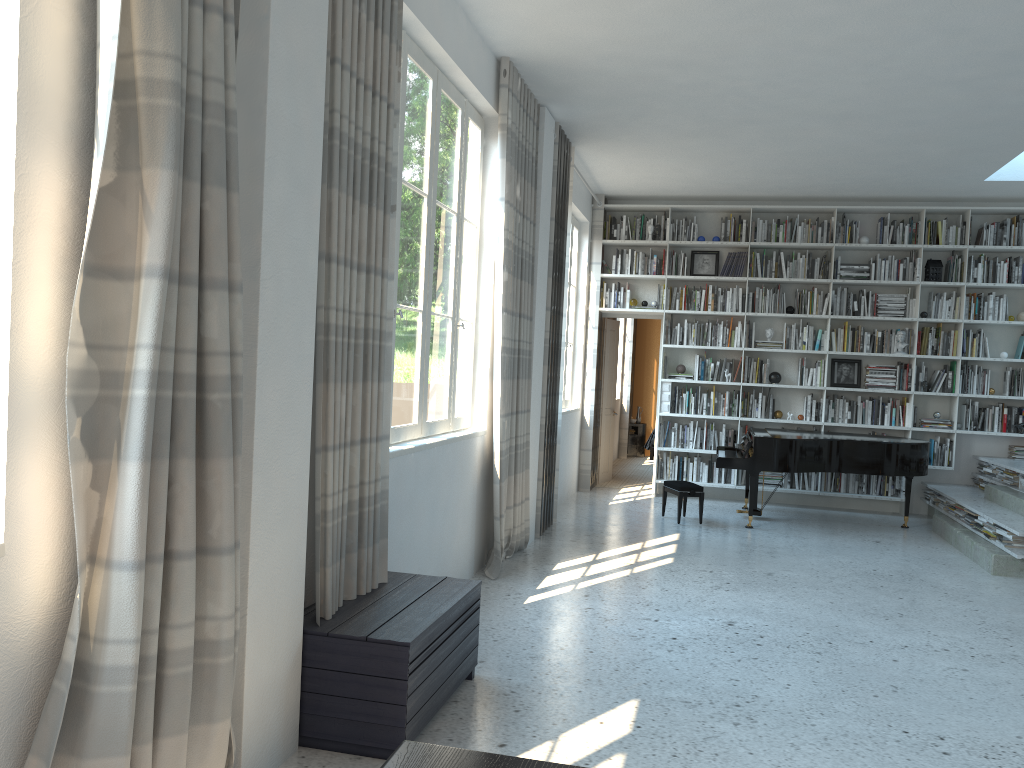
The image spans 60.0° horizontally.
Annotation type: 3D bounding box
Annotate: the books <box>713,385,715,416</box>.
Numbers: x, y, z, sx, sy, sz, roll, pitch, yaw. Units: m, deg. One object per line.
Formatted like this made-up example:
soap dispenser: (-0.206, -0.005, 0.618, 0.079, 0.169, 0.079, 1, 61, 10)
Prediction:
books: (2.177, 0.176, 9.565, 0.021, 0.323, 0.171, 3, 2, 13)

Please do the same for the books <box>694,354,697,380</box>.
books: (1.989, -0.182, 9.605, 0.012, 0.285, 0.159, 3, 2, 13)

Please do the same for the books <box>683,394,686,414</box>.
books: (1.877, 0.213, 9.630, 0.015, 0.217, 0.180, 3, 2, 13)

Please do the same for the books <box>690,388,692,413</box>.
books: (1.940, 0.181, 9.607, 0.007, 0.286, 0.182, 3, 2, 13)

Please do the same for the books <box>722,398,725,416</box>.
books: (2.278, 0.245, 9.557, 0.023, 0.194, 0.140, 3, 2, 13)

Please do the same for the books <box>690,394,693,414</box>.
books: (1.951, 0.216, 9.611, 0.015, 0.219, 0.190, 3, 2, 13)

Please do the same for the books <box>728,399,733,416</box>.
books: (2.351, 0.255, 9.537, 0.041, 0.181, 0.141, 3, 2, 13)

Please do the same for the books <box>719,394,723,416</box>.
books: (2.254, 0.226, 9.559, 0.025, 0.229, 0.153, 3, 2, 13)

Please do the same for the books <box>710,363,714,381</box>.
books: (2.156, -0.125, 9.546, 0.029, 0.190, 0.189, 3, 2, 13)

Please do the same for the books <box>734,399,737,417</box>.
books: (2.399, 0.255, 9.539, 0.023, 0.187, 0.130, 3, 2, 13)

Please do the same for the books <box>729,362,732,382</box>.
books: (2.344, -0.126, 9.524, 0.027, 0.209, 0.143, 3, 2, 13)

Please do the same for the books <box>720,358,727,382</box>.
books: (2.273, -0.152, 9.537, 0.060, 0.255, 0.158, 3, 2, 13)

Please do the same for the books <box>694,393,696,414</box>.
books: (1.989, 0.211, 9.633, 0.016, 0.231, 0.136, 3, 2, 13)

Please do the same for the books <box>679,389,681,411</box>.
books: (1.828, 0.186, 9.642, 0.007, 0.264, 0.176, 3, 2, 13)

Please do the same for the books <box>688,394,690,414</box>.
books: (1.926, 0.218, 9.644, 0.016, 0.211, 0.146, 3, 2, 13)

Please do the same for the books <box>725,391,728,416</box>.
books: (2.306, 0.211, 9.527, 0.021, 0.265, 0.185, 3, 2, 13)

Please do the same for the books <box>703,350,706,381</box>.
books: (2.086, -0.203, 9.593, 0.011, 0.336, 0.153, 3, 2, 13)

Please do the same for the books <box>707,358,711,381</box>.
books: (2.129, -0.157, 9.584, 0.022, 0.249, 0.129, 3, 2, 13)

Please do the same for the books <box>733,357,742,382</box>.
books: (2.411, -0.155, 9.470, 0.082, 0.276, 0.228, 3, 2, 13)

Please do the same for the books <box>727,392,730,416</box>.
books: (2.327, 0.215, 9.542, 0.013, 0.260, 0.142, 3, 2, 13)

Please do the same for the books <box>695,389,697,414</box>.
books: (2.003, 0.177, 9.631, 0.009, 0.299, 0.141, 3, 2, 13)

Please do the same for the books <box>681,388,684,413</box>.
books: (1.855, 0.180, 9.641, 0.008, 0.280, 0.164, 3, 2, 13)

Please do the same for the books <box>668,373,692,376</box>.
books: (1.835, -0.103, 9.652, 0.254, 0.012, 0.161, 3, 1, 14)

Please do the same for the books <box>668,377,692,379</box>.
books: (1.833, -0.066, 9.653, 0.254, 0.012, 0.161, 3, 1, 14)

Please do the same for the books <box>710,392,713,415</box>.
books: (2.156, 0.209, 9.573, 0.026, 0.254, 0.176, 3, 2, 13)

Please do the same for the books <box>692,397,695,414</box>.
books: (1.964, 0.231, 9.604, 0.016, 0.189, 0.183, 3, 2, 13)

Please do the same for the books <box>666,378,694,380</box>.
books: (1.831, -0.054, 9.649, 0.285, 0.012, 0.159, 3, 1, 16)

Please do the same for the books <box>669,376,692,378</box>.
books: (1.833, -0.079, 9.648, 0.254, 0.012, 0.161, 3, 1, 10)

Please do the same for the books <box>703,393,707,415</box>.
books: (2.088, 0.217, 9.589, 0.027, 0.230, 0.159, 3, 2, 13)

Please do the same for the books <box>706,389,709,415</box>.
books: (2.108, 0.192, 9.582, 0.014, 0.282, 0.150, 3, 2, 13)

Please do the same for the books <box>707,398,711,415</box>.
books: (2.125, 0.244, 9.570, 0.029, 0.181, 0.190, 3, 2, 13)

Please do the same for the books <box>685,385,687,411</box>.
books: (1.892, 0.164, 9.634, 0.006, 0.315, 0.145, 3, 2, 13)

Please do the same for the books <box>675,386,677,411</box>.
books: (1.786, 0.171, 9.671, 0.016, 0.290, 0.152, 3, 2, 13)

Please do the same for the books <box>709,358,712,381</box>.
books: (2.141, -0.157, 9.562, 0.011, 0.250, 0.172, 3, 2, 13)

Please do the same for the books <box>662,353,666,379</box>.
books: (1.661, -0.200, 9.693, 0.012, 0.285, 0.159, 3, 2, 13)

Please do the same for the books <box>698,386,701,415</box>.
books: (2.027, 0.176, 9.601, 0.012, 0.306, 0.189, 3, 2, 13)

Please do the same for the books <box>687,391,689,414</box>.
books: (1.907, 0.201, 9.615, 0.009, 0.244, 0.184, 3, 2, 13)

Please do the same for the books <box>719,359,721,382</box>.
books: (2.240, -0.147, 9.560, 0.013, 0.242, 0.141, 3, 2, 13)

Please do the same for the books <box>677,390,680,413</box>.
books: (1.818, 0.189, 9.665, 0.022, 0.257, 0.141, 3, 2, 13)

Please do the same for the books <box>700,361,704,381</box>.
books: (2.055, -0.140, 9.567, 0.029, 0.208, 0.189, 3, 2, 13)

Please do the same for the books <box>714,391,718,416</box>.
books: (2.198, 0.208, 9.552, 0.028, 0.260, 0.181, 3, 2, 13)

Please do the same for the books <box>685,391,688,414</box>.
books: (1.900, 0.201, 9.631, 0.014, 0.243, 0.171, 3, 2, 13)

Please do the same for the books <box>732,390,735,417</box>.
books: (2.376, 0.205, 9.510, 0.014, 0.286, 0.179, 3, 2, 13)

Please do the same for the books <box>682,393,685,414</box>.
books: (1.866, 0.211, 9.645, 0.015, 0.218, 0.176, 3, 2, 13)

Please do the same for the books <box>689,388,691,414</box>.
books: (1.937, 0.185, 9.631, 0.009, 0.278, 0.157, 3, 2, 13)

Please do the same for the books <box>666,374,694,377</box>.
books: (1.833, -0.091, 9.646, 0.285, 0.012, 0.159, 3, 1, 17)

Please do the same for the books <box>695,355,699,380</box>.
books: (2.006, -0.175, 9.600, 0.024, 0.273, 0.150, 3, 2, 13)

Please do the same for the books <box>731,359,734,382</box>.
books: (2.369, -0.145, 9.521, 0.021, 0.251, 0.154, 3, 2, 13)

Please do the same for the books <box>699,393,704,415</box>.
books: (2.056, 0.215, 9.614, 0.045, 0.230, 0.138, 3, 2, 13)

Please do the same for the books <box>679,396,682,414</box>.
books: (1.835, 0.225, 9.625, 0.019, 0.189, 0.193, 3, 2, 13)

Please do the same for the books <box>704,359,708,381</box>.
books: (2.104, -0.150, 9.596, 0.030, 0.231, 0.148, 3, 2, 13)

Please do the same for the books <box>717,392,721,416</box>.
books: (2.226, 0.215, 9.551, 0.028, 0.249, 0.159, 3, 2, 13)

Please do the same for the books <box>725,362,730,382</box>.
books: (2.314, -0.126, 9.521, 0.030, 0.207, 0.172, 3, 2, 13)

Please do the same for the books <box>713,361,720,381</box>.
books: (2.206, -0.135, 9.569, 0.056, 0.214, 0.142, 3, 2, 13)

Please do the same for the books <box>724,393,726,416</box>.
books: (2.294, 0.220, 9.548, 0.010, 0.246, 0.160, 3, 2, 13)

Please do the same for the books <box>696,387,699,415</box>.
books: (2.009, 0.178, 9.593, 0.019, 0.300, 0.180, 3, 2, 13)

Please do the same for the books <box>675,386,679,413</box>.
books: (1.799, 0.169, 9.660, 0.014, 0.294, 0.171, 3, 2, 13)

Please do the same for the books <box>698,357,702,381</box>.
books: (2.034, -0.165, 9.602, 0.031, 0.255, 0.143, 3, 2, 13)

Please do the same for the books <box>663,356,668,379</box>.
books: (1.677, -0.178, 9.680, 0.028, 0.243, 0.156, 3, 2, 13)
